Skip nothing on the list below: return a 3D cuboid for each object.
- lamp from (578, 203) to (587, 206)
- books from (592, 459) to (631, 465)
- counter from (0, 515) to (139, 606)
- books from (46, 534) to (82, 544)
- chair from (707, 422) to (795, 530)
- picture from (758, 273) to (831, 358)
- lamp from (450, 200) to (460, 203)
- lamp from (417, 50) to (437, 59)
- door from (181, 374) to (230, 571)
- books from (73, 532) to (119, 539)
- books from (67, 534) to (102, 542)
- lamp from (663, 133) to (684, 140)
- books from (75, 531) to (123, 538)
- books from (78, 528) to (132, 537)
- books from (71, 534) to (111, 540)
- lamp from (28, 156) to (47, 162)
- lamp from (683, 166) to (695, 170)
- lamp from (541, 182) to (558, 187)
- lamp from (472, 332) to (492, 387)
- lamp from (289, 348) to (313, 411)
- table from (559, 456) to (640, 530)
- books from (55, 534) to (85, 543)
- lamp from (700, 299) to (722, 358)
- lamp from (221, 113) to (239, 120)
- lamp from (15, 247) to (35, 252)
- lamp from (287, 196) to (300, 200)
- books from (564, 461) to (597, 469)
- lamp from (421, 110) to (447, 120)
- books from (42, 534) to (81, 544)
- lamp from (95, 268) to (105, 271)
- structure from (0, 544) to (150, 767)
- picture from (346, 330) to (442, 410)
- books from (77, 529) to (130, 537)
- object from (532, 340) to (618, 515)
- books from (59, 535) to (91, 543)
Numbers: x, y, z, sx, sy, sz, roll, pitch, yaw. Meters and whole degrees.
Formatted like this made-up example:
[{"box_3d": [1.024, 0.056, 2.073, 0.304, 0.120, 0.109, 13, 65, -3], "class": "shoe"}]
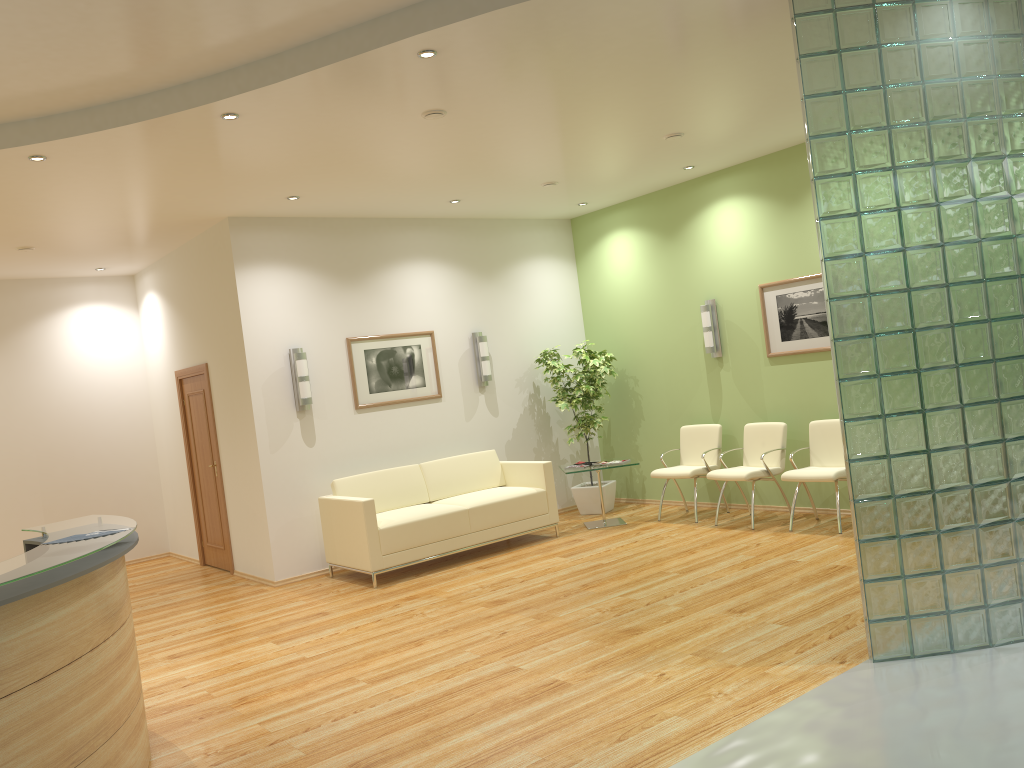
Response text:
[{"box_3d": [0.760, -1.930, 9.529, 0.105, 0.011, 0.105, -7, 1, -11], "class": "lamp"}, {"box_3d": [0.999, 0.783, 8.922, 0.328, 0.031, 0.230, -7, 1, 28], "class": "books"}, {"box_3d": [-2.797, 0.863, 3.088, 1.837, 0.078, 3.674, -7, 1, 38], "class": "counter"}, {"box_3d": [-2.026, 0.712, 4.105, 0.150, 0.004, 0.210, -7, 1, 8], "class": "books"}, {"box_3d": [2.198, 0.831, 8.183, 0.650, 0.881, 0.536, -8, 1, -32], "class": "chair"}, {"box_3d": [2.684, -0.630, 8.034, 0.025, 0.700, 1.000, -8, 1, -37], "class": "picture"}, {"box_3d": [-0.547, -1.752, 8.524, 0.105, 0.011, 0.105, -7, 1, -4], "class": "lamp"}, {"box_3d": [-0.442, -1.719, 4.629, 0.105, 0.011, 0.105, -7, 1, 23], "class": "lamp"}, {"box_3d": [-3.182, 0.916, 9.195, 0.098, 2.001, 0.823, -8, 1, -37], "class": "door"}, {"box_3d": [-1.942, 0.701, 4.131, 0.150, 0.004, 0.210, -8, 1, -42], "class": "books"}, {"box_3d": [-1.972, 0.705, 4.112, 0.150, 0.004, 0.210, -8, 1, -22], "class": "books"}, {"box_3d": [1.288, -1.961, 7.057, 0.167, 0.024, 0.167, -7, 1, 13], "class": "lamp"}, {"box_3d": [-1.930, 0.699, 4.145, 0.210, 0.004, 0.150, -7, 1, 38], "class": "books"}, {"box_3d": [-1.913, 0.697, 4.177, 0.210, 0.004, 0.150, -7, 1, 18], "class": "books"}, {"box_3d": [-1.956, 0.703, 4.120, 0.150, 0.004, 0.210, -8, 1, -32], "class": "books"}, {"box_3d": [-2.969, -1.409, 5.549, 0.105, 0.011, 0.105, -7, 1, 32], "class": "lamp"}, {"box_3d": [1.663, -2.031, 8.336, 0.105, 0.011, 0.105, -7, 1, 34], "class": "lamp"}, {"box_3d": [0.353, -1.857, 8.291, 0.167, 0.024, 0.167, -7, 1, 13], "class": "lamp"}, {"box_3d": [-0.310, -0.267, 9.437, 0.134, 0.580, 0.142, -8, 1, -37], "class": "lamp"}, {"box_3d": [-1.940, -0.045, 8.184, 0.134, 0.580, 0.142, -8, 1, -37], "class": "lamp"}, {"box_3d": [0.908, 1.119, 9.015, 0.736, 0.614, 0.736, -7, 1, -2], "class": "table"}, {"box_3d": [-2.008, 0.710, 4.104, 0.150, 0.004, 0.210, -7, 1, -2], "class": "books"}, {"box_3d": [1.981, -0.551, 8.866, 0.142, 0.580, 0.134, -8, 1, -37], "class": "lamp"}, {"box_3d": [-1.660, -1.571, 5.221, 0.105, 0.011, 0.105, -7, 1, 10], "class": "lamp"}, {"box_3d": [-4.500, -1.241, 8.201, 0.167, 0.024, 0.167, -7, 1, 13], "class": "lamp"}, {"box_3d": [-1.854, -1.574, 7.520, 0.105, 0.011, 0.105, -7, 1, -4], "class": "lamp"}, {"box_3d": [0.709, 0.819, 9.020, 0.230, 0.031, 0.328, -7, 1, 33], "class": "books"}, {"box_3d": [-0.499, -1.718, 5.683, 0.167, 0.024, 0.167, -7, 1, 2], "class": "lamp"}, {"box_3d": [-2.044, 0.715, 4.109, 0.150, 0.004, 0.210, -7, 1, 18], "class": "books"}, {"box_3d": [-4.536, -1.262, 9.773, 0.105, 0.011, 0.105, -7, 1, 20], "class": "lamp"}, {"box_3d": [-2.725, 1.422, 3.094, 1.837, 1.049, 3.673, -7, 1, 38], "class": "structure"}, {"box_3d": [-1.157, -0.153, 8.860, 1.000, 0.700, 0.025, -8, 1, -37], "class": "picture"}, {"box_3d": [-1.920, 0.698, 4.160, 0.210, 0.004, 0.150, -7, 1, 28], "class": "books"}, {"box_3d": [0.795, 0.476, 9.733, 0.943, 1.900, 0.668, -8, 1, -29], "class": "object"}, {"box_3d": [-1.990, 0.708, 4.106, 0.150, 0.004, 0.210, -7, 1, -12], "class": "books"}]
